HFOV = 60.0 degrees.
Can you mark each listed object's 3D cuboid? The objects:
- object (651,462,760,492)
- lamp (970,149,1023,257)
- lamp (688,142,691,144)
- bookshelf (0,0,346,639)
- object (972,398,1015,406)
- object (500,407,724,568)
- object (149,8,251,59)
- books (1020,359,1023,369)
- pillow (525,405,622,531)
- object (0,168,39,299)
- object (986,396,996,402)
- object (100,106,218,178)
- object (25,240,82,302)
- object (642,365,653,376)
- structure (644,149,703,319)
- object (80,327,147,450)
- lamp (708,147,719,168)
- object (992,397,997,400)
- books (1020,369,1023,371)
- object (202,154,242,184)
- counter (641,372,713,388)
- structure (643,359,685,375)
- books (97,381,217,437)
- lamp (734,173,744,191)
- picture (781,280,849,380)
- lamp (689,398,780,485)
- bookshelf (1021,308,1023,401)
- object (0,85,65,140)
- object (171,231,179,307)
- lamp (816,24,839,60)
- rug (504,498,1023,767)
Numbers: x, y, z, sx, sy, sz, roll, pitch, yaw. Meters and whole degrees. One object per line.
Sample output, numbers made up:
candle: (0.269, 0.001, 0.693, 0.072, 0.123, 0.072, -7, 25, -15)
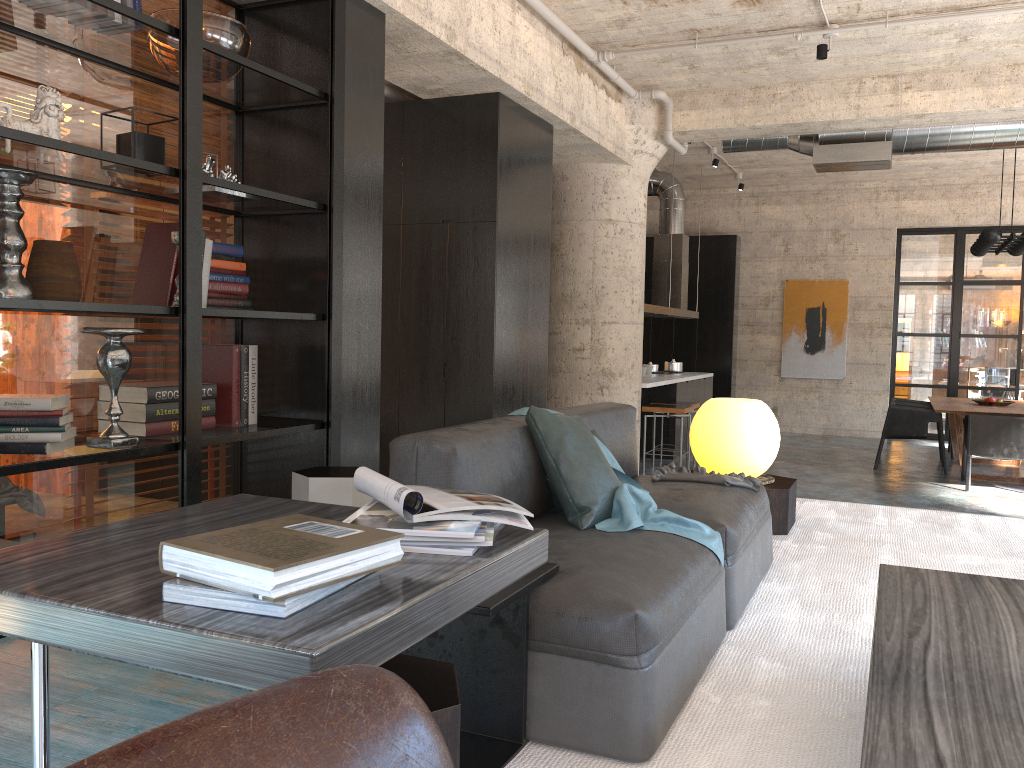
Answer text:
object: (0.827, 0.429, 3.744, 0.433, 0.185, 0.429, 2, 3, 20)
lamp: (5.445, -2.133, 9.745, 0.583, 1.327, 1.813, 3, 3, 24)
lamp: (1.923, -2.747, 9.754, 0.107, 0.236, 0.145, 2, 3, 7)
bookshelf: (-1.674, -0.519, 3.016, 0.628, 2.571, 2.900, 3, 3, 24)
object: (5.355, 0.195, 9.867, 0.435, 0.079, 0.435, -1, 4, -30)
object: (0.250, 0.321, 3.012, 0.444, 0.438, 0.985, -1, 4, -40)
object: (-1.364, -1.453, 3.865, 0.430, 0.217, 0.434, 3, 4, 27)
books: (10.178, -0.401, 17.930, 0.249, 0.218, 0.204, 3, 3, 24)
pillow: (0.288, 0.262, 2.997, 0.320, 0.393, 0.670, 3, 4, 30)
object: (-1.746, -0.509, 3.074, 0.192, 0.447, 0.191, 0, 3, -19)
object: (5.355, 0.183, 9.842, 0.219, 0.097, 0.100, 0, 3, -23)
object: (-1.340, -0.913, 3.426, 0.200, 0.200, 0.409, 3, 4, 34)
object: (-1.690, -0.408, 3.268, 0.190, 0.230, 0.189, 0, 3, -21)
object: (1.639, -0.173, 11.031, 0.188, 0.133, 0.437, 3, 4, 24)
structure: (1.740, -1.893, 10.916, 0.538, 2.100, 3.117, 3, 3, 24)
object: (-1.439, 0.013, 3.208, 0.218, 0.433, 0.218, 2, 3, 16)
lamp: (2.498, -2.805, 10.988, 0.145, 0.236, 0.107, 2, 3, 7)
object: (5.400, 0.186, 9.899, 0.110, 0.082, 0.088, 0, 4, -26)
books: (10.174, -0.295, 17.936, 0.335, 0.033, 0.284, 3, 3, 24)
object: (-1.348, -0.931, 3.974, 0.323, 0.177, 0.322, 3, 3, 24)
counter: (1.629, -0.076, 10.890, 1.000, 0.046, 3.500, 3, 3, 24)
structure: (1.995, -0.242, 11.924, 0.506, 0.187, 0.833, 3, 3, 24)
books: (-1.490, 0.098, 3.740, 0.274, 0.197, 0.393, 3, 3, 24)
lamp: (3.257, -2.887, 12.694, 0.145, 0.236, 0.107, 2, 3, 7)
picture: (4.609, -0.833, 13.504, 0.928, 1.494, 0.029, 3, 3, 24)
lamp: (1.166, 0.289, 4.652, 0.462, 0.417, 0.462, -1, 4, -38)
bookshelf: (10.184, -0.442, 17.943, 3.034, 2.179, 0.366, 3, 3, 24)
object: (-1.722, -0.945, 3.158, 0.131, 0.280, 0.252, 3, 4, 31)
object: (-1.314, -0.455, 3.550, 0.099, 0.301, 0.099, 2, 3, 18)
lamp: (2.241, -2.425, 6.291, 0.141, 0.215, 0.107, 2, 3, 6)
rug: (1.178, 0.902, 1.463, 2.954, 0.032, 7.768, 3, 3, 24)
